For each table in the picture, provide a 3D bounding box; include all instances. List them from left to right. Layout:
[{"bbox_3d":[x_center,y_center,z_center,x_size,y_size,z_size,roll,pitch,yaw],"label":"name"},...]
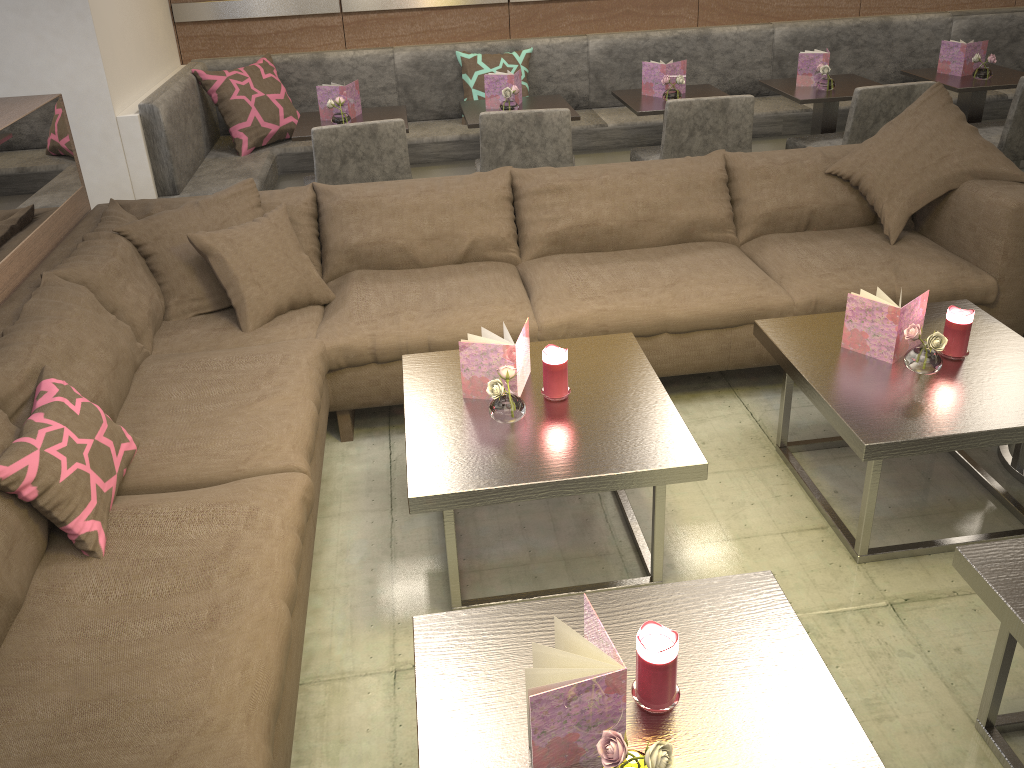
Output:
[{"bbox_3d":[-0.722,-0.932,4.215,0.506,0.634,0.521,-6,27,-6],"label":"table"},{"bbox_3d":[0.037,-1.010,4.292,0.506,0.634,0.521,-6,27,-6],"label":"table"},{"bbox_3d":[0.070,0.225,2.284,0.658,0.399,0.678,-6,28,-6],"label":"table"},{"bbox_3d":[0.202,0.714,1.382,0.658,0.399,0.678,-6,28,-6],"label":"table"},{"bbox_3d":[0.796,-1.089,4.368,0.506,0.634,0.521,-6,27,-6],"label":"table"},{"bbox_3d":[1.555,-1.167,4.445,0.506,0.634,0.521,-6,27,-6],"label":"table"},{"bbox_3d":[1.078,0.121,2.386,0.658,0.399,0.678,-6,28,-6],"label":"table"},{"bbox_3d":[2.314,-1.246,4.522,0.506,0.634,0.521,-6,27,-6],"label":"table"},{"bbox_3d":[1.209,0.609,1.484,0.658,0.399,0.678,-6,28,-6],"label":"table"}]

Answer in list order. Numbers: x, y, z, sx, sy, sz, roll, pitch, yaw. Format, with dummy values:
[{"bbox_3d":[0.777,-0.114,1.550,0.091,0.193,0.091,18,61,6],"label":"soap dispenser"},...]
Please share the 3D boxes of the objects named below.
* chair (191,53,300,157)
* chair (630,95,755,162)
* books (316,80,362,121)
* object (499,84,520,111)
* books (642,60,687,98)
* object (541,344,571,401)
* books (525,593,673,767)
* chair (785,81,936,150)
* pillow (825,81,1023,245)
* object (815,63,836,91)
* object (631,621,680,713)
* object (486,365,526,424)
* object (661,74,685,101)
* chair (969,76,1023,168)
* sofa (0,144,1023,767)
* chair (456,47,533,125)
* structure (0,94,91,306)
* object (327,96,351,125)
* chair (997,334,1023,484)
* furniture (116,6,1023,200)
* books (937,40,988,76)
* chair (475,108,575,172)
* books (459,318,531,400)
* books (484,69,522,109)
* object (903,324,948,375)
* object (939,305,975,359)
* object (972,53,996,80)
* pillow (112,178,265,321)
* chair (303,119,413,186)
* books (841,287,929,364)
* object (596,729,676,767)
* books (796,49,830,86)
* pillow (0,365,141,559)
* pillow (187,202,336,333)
[{"bbox_3d":[-1.302,-1.418,4.485,0.298,0.414,0.502,16,33,32],"label":"chair"},{"bbox_3d":[0.825,-0.974,4.050,0.477,0.739,0.507,-4,27,-3],"label":"chair"},{"bbox_3d":[-0.803,-1.320,4.119,0.143,0.159,0.162,4,28,12],"label":"books"},{"bbox_3d":[-0.017,-1.309,4.059,0.092,0.122,0.113,10,30,23],"label":"object"},{"bbox_3d":[0.735,-1.479,4.275,0.160,0.159,0.145,-25,35,-36],"label":"books"},{"bbox_3d":[0.108,-0.030,2.200,0.076,0.124,0.077,-20,31,-30],"label":"object"},{"bbox_3d":[0.115,0.444,1.313,0.262,0.159,0.145,-26,35,-37],"label":"books"},{"bbox_3d":[1.609,-1.052,4.124,0.478,0.739,0.507,-7,27,-9],"label":"chair"},{"bbox_3d":[1.420,-0.771,3.067,0.621,0.497,0.308,1,27,7],"label":"pillow"},{"bbox_3d":[1.499,-1.464,4.210,0.095,0.122,0.108,-5,27,-5],"label":"object"},{"bbox_3d":[0.221,0.431,1.351,0.076,0.124,0.077,-20,31,-30],"label":"object"},{"bbox_3d":[-0.017,0.025,2.110,0.104,0.128,0.093,-25,34,-36],"label":"object"},{"bbox_3d":[0.753,-1.385,4.131,0.096,0.122,0.103,-25,35,-37],"label":"object"},{"bbox_3d":[2.363,-1.120,4.183,0.477,0.739,0.507,-6,27,-6],"label":"chair"},{"bbox_3d":[0.322,0.348,1.775,3.181,0.655,3.883,-6,29,-5],"label":"sofa"},{"bbox_3d":[-0.079,-1.596,4.767,0.427,0.383,0.226,-5,27,-5],"label":"chair"},{"bbox_3d":[-1.388,0.373,1.541,0.224,0.977,3.891,-5,29,-5],"label":"structure"},{"bbox_3d":[-0.774,-1.227,3.975,0.095,0.122,0.110,16,33,32],"label":"object"},{"bbox_3d":[1.621,0.042,2.444,0.425,0.437,0.433,-15,30,-22],"label":"chair"},{"bbox_3d":[1.315,-0.625,3.278,5.650,0.828,4.389,-6,29,-6],"label":"furniture"},{"bbox_3d":[2.255,-1.636,4.429,0.159,0.159,0.146,-16,30,-23],"label":"books"},{"bbox_3d":[0.066,-0.898,3.979,0.477,0.739,0.508,-3,27,1],"label":"chair"},{"bbox_3d":[-0.041,-0.065,2.253,0.143,0.159,0.162,4,28,12],"label":"books"},{"bbox_3d":[-0.040,-1.399,4.196,0.143,0.159,0.162,4,28,12],"label":"books"},{"bbox_3d":[1.046,-0.093,2.235,0.108,0.125,0.097,21,35,38],"label":"object"},{"bbox_3d":[1.158,-0.135,2.300,0.077,0.124,0.076,-26,35,-38],"label":"object"},{"bbox_3d":[2.282,-1.541,4.282,0.106,0.122,0.095,9,30,22],"label":"object"},{"bbox_3d":[-0.972,-0.424,2.872,0.533,0.382,0.297,-23,33,-33],"label":"pillow"},{"bbox_3d":[-0.659,-0.817,3.894,0.478,0.739,0.506,-9,28,-13],"label":"chair"},{"bbox_3d":[0.993,-0.171,2.356,0.160,0.159,0.145,-25,35,-36],"label":"books"},{"bbox_3d":[0.164,0.518,1.199,0.095,0.125,0.103,-14,29,-20],"label":"object"},{"bbox_3d":[1.473,-1.556,4.350,0.143,0.159,0.162,4,28,12],"label":"books"},{"bbox_3d":[-0.946,0.156,1.889,0.180,0.244,0.477,-8,29,-9],"label":"pillow"},{"bbox_3d":[-0.780,-0.362,2.802,0.237,0.313,0.388,17,34,33],"label":"pillow"}]
